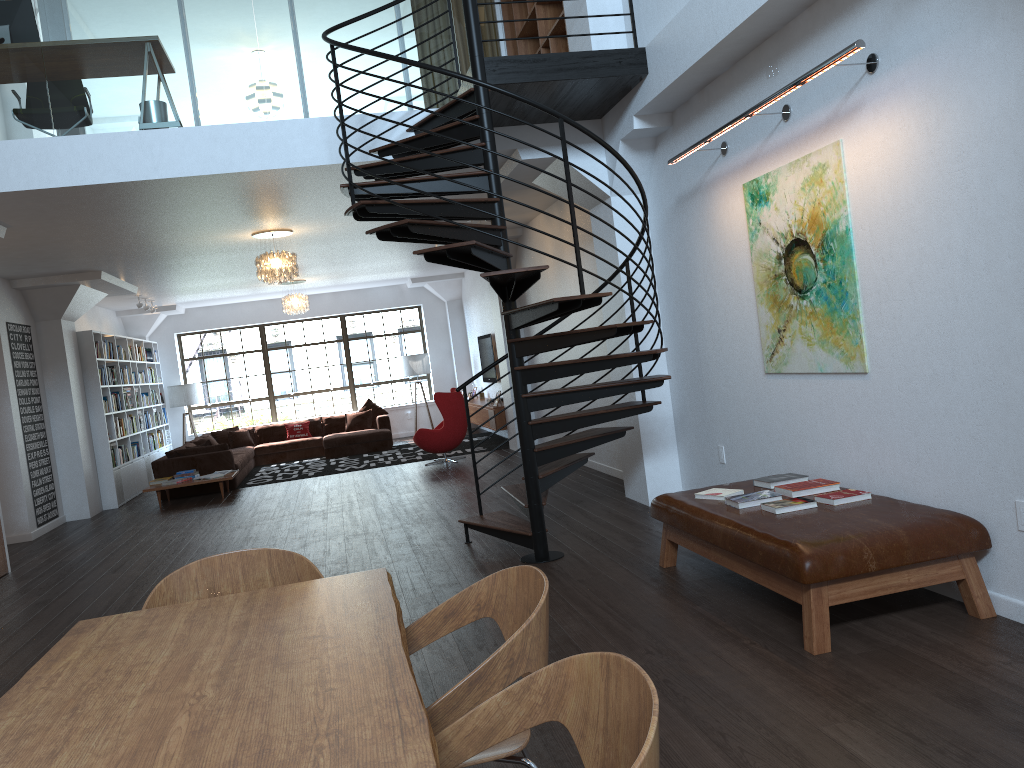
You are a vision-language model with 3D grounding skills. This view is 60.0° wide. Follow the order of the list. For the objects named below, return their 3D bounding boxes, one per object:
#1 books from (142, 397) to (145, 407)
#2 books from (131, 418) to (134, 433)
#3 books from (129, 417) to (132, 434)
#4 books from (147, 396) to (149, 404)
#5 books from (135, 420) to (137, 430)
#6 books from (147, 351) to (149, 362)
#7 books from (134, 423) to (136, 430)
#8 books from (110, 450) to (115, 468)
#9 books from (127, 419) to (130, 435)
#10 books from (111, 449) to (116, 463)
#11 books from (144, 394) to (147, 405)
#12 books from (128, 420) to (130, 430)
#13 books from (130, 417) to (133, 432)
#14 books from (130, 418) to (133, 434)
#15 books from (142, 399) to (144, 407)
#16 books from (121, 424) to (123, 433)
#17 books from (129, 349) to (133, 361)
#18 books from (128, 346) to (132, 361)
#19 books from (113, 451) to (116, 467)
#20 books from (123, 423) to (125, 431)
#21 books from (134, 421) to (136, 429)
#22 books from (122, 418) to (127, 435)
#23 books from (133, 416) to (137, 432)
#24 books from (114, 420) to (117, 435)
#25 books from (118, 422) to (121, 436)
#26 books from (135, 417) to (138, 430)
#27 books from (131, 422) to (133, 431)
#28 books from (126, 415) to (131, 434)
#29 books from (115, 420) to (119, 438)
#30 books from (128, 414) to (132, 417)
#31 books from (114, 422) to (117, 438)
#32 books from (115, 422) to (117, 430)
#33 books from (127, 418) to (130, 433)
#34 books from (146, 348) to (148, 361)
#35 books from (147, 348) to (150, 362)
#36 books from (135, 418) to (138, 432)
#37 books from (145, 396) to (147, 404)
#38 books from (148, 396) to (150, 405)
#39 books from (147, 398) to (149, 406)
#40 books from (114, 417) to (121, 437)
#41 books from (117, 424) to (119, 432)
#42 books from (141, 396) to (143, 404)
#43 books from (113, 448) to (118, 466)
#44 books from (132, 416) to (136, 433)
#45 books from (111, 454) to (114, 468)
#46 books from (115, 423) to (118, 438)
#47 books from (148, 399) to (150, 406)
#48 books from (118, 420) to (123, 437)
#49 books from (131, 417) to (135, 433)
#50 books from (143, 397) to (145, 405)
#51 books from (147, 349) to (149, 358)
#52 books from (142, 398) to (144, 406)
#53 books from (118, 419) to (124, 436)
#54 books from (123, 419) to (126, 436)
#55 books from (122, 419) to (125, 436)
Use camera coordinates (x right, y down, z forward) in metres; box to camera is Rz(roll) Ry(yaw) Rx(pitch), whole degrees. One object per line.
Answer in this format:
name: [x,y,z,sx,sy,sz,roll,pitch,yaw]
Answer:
books: [-6.114,0.298,14.580,0.120,0.167,0.019,-8,2,-11]
books: [-5.875,0.645,13.508,0.174,0.240,0.045,-8,2,-12]
books: [-5.840,0.639,13.357,0.183,0.253,0.034,-8,2,-12]
books: [-6.187,0.294,14.939,0.120,0.167,0.020,-8,2,-11]
books: [-5.929,0.642,13.762,0.174,0.240,0.045,-8,2,-12]
books: [-6.426,-0.494,15.419,0.183,0.253,0.042,-8,2,-11]
books: [-5.902,0.637,13.671,0.160,0.250,0.026,-8,2,-12]
books: [-5.528,1.034,12.100,0.174,0.240,0.054,-8,2,-11]
books: [-5.820,0.627,13.203,0.198,0.284,0.066,-8,2,-12]
books: [-5.562,1.028,12.208,0.183,0.253,0.042,-8,2,-11]
books: [-6.167,0.281,14.771,0.127,0.200,0.020,-8,2,-11]
books: [-5.813,0.654,13.278,0.161,0.223,0.026,-8,2,-12]
books: [-5.854,0.642,13.434,0.171,0.246,0.057,-8,2,-12]
books: [-5.843,0.638,13.390,0.183,0.253,0.034,-8,2,-12]
books: [-6.107,0.296,14.527,0.109,0.171,0.017,-8,2,-11]
books: [-5.744,0.656,12.853,0.168,0.231,0.037,-8,2,-11]
books: [-6.133,-0.457,14.077,0.161,0.207,0.130,-8,2,-12]
books: [-6.132,-0.470,14.021,0.174,0.236,0.136,-8,2,-12]
books: [-5.538,1.041,12.175,0.161,0.223,0.032,-8,2,-11]
books: [-5.763,0.644,12.953,0.183,0.253,0.034,-8,2,-11]
books: [-5.906,0.650,13.696,0.161,0.223,0.027,-8,2,-12]
books: [-5.779,0.642,13.055,0.183,0.253,0.034,-8,2,-11]
books: [-5.922,0.636,13.723,0.183,0.253,0.034,-8,2,-12]
books: [-5.650,0.625,12.471,0.140,0.298,0.044,-8,2,-11]
books: [-5.716,0.662,12.723,0.161,0.223,0.026,-8,2,-11]
books: [-5.942,0.646,13.827,0.168,0.231,0.037,-8,2,-12]
books: [-5.859,0.652,13.476,0.161,0.223,0.027,-8,2,-12]
books: [-5.834,0.621,13.313,0.176,0.290,0.053,-8,2,-12]
books: [-5.692,0.651,12.602,0.171,0.246,0.057,-8,2,-11]
books: [-5.891,0.619,13.580,0.176,0.290,0.036,-8,2,-12]
books: [-5.654,0.653,12.419,0.189,0.247,0.057,-8,2,-11]
books: [-5.685,0.655,12.556,0.159,0.241,0.038,-8,2,-11]
books: [-5.812,0.641,13.252,0.160,0.250,0.026,-8,2,-12]
books: [-6.418,-0.494,15.376,0.183,0.253,0.042,-8,2,-11]
books: [-6.444,-0.495,15.505,0.183,0.253,0.042,-8,2,-11]
books: [-5.924,0.649,13.799,0.161,0.223,0.026,-8,2,-12]
books: [-6.163,0.290,14.793,0.128,0.178,0.022,-8,2,-11]
books: [-6.192,0.292,14.991,0.107,0.167,0.017,-8,2,-11]
books: [-6.177,0.301,14.903,0.110,0.153,0.019,-8,2,-11]
books: [-5.714,0.629,12.682,0.176,0.290,0.053,-8,2,-11]
books: [-5.698,0.662,12.644,0.161,0.223,0.027,-8,2,-11]
books: [-6.097,0.294,14.459,0.128,0.178,0.020,-8,2,-11]
books: [-5.577,1.027,12.289,0.180,0.251,0.048,-8,2,-11]
books: [-5.897,0.634,13.628,0.180,0.259,0.060,-8,2,-12]
books: [-5.520,1.043,12.057,0.161,0.223,0.032,-8,2,-11]
books: [-5.659,0.670,12.517,0.144,0.207,0.048,-8,2,-11]
books: [-6.186,0.295,14.967,0.106,0.162,0.032,-8,2,-11]
books: [-5.730,0.649,12.808,0.171,0.246,0.057,-8,2,-11]
books: [-5.873,0.636,13.548,0.183,0.253,0.034,-8,2,-12]
books: [-6.112,0.299,14.606,0.106,0.162,0.030,-8,2,-11]
books: [-6.437,-0.494,15.461,0.183,0.253,0.042,-8,2,-11]
books: [-6.104,0.304,14.545,0.110,0.153,0.018,-8,2,-11]
books: [-5.749,0.645,12.888,0.183,0.253,0.034,-8,2,-11]
books: [-5.776,0.644,13.026,0.160,0.250,0.026,-8,2,-11]
books: [-5.752,0.644,12.921,0.183,0.253,0.034,-8,2,-11]
